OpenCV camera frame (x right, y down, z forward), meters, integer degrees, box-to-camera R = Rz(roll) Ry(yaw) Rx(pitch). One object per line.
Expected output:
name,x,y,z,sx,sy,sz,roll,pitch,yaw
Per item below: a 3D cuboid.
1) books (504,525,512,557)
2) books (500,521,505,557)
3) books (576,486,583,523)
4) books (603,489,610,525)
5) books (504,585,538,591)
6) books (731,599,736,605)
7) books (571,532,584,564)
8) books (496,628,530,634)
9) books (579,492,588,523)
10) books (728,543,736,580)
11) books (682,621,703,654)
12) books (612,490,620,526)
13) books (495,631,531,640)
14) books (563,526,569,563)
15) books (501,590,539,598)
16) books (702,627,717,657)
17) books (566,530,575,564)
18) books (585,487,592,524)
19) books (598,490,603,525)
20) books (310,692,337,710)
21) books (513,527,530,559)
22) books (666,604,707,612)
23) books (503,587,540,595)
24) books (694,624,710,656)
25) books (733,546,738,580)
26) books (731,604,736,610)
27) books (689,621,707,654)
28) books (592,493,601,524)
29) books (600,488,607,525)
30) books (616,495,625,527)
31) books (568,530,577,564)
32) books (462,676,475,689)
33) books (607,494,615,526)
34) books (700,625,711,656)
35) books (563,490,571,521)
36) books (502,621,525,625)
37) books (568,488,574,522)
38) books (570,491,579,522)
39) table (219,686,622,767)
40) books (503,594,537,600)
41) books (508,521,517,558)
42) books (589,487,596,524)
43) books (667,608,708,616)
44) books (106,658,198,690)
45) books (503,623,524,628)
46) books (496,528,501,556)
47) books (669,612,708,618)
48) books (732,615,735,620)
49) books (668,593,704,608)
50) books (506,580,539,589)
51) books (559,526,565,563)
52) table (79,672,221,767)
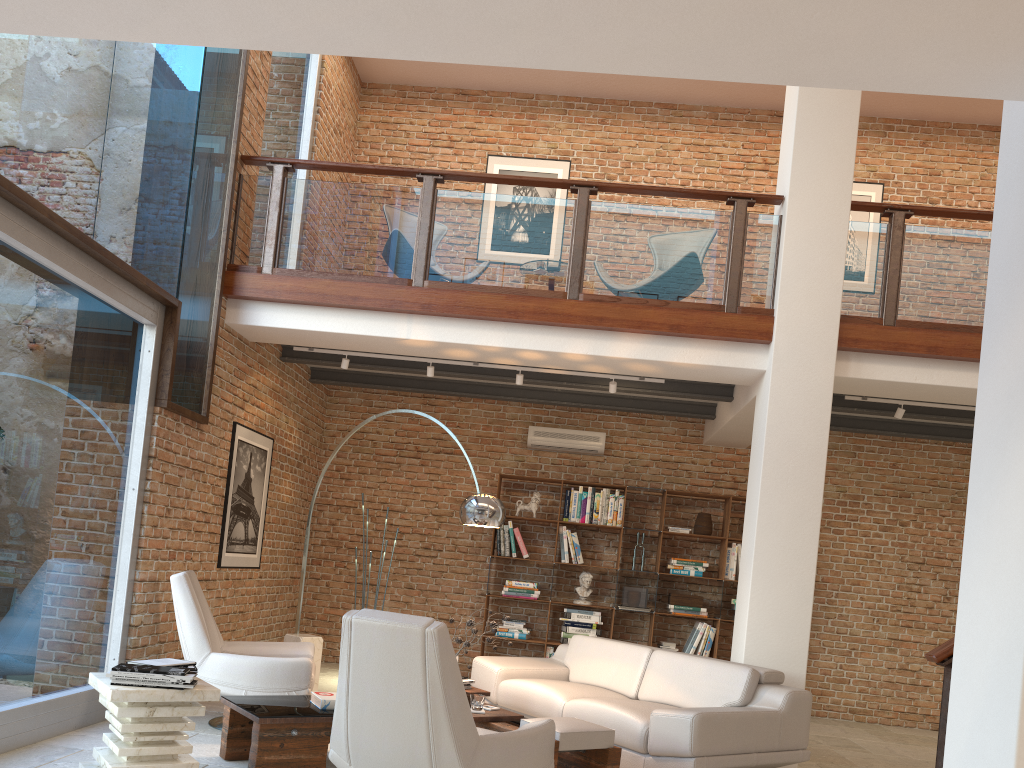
books,-0.046,1.654,9.165,0.102,0.328,0.259,6,-5,5
books,-0.096,1.620,9.150,0.091,0.378,0.248,6,-5,5
books,0.702,1.266,9.099,0.036,0.377,0.248,6,-5,5
books,0.983,1.292,9.085,0.036,0.377,0.248,6,-5,5
books,0.098,2.132,9.116,0.355,0.020,0.278,5,-12,2
books,2.426,2.255,8.977,0.325,0.054,0.261,3,-12,14
books,0.680,1.716,9.086,0.158,0.324,0.259,6,-5,4
books,-0.002,2.570,9.107,0.379,0.036,0.250,5,-12,4
books,0.747,1.300,9.110,0.055,0.324,0.259,6,-5,5
books,2.250,1.830,8.981,0.036,0.377,0.248,6,-5,5
books,1.857,2.631,9.005,0.163,0.366,0.248,6,-5,4
books,1.076,1.301,9.079,0.036,0.377,0.248,6,-5,5
books,0.014,2.615,9.096,0.325,0.054,0.261,3,-12,14
books,0.560,1.679,9.090,0.103,0.377,0.248,6,-5,5
books,0.082,2.193,9.102,0.380,0.036,0.249,6,-12,-1
books,2.013,2.659,8.975,0.116,0.328,0.259,6,-5,5
books,0.612,1.702,9.096,0.124,0.343,0.276,6,-5,5
books,0.795,1.273,9.087,0.036,0.377,0.248,6,-5,5
books,0.916,1.299,9.089,0.021,0.353,0.276,6,-5,5
books,-0.965,1.818,4.998,0.330,0.055,0.257,11,-13,-25
books,0.100,1.673,9.147,0.195,0.313,0.259,6,-6,4
books,1.793,2.309,8.986,0.379,0.036,0.249,5,-12,3
books,0.096,2.156,9.095,0.380,0.036,0.249,6,-12,-2
books,1.950,2.644,8.985,0.098,0.349,0.276,6,-5,5
books,2.278,1.847,8.989,0.021,0.353,0.276,6,-5,5
books,2.438,2.312,8.975,0.326,0.054,0.260,5,-11,4
books,1.898,2.629,8.978,0.161,0.367,0.248,6,-5,4
books,0.875,1.306,9.076,0.055,0.324,0.259,6,-5,5
books,0.947,1.292,9.101,0.036,0.377,0.248,6,-5,5
books,1.123,1.335,9.092,0.055,0.324,0.259,6,-5,5
books,0.634,1.706,9.103,0.124,0.343,0.276,6,-5,5
books,-0.469,1.994,5.835,0.250,0.073,0.410,-2,-14,35
books,1.025,1.322,9.076,0.055,0.324,0.259,6,-5,5
books,1.971,2.650,8.992,0.098,0.349,0.276,6,-5,5
books,0.577,1.285,9.121,0.055,0.324,0.259,6,-5,5
books,0.016,2.496,9.129,0.237,0.018,0.174,7,-12,-3
books,0.616,1.274,9.117,0.021,0.353,0.276,6,-5,5
books,0.652,1.288,9.097,0.055,0.324,0.259,6,-5,5
table,-0.686,2.058,5.251,2.002,0.421,2.217,14,-14,-34
books,0.088,2.223,9.107,0.355,0.020,0.278,5,-12,4
books,0.010,1.629,9.131,0.121,0.375,0.248,6,-5,5
books,0.832,1.279,9.095,0.036,0.377,0.248,6,-5,5
books,1.805,2.354,9.019,0.380,0.036,0.249,6,-12,-1
books,-1.747,1.430,4.335,0.391,0.078,0.578,8,-12,-11
books,0.019,2.521,9.121,0.205,0.033,0.135,5,-11,4
books,-0.133,1.616,9.144,0.091,0.378,0.248,6,-5,5
books,1.815,2.380,9.003,0.355,0.020,0.278,5,-12,2
books,2.445,2.421,8.961,0.326,0.054,0.261,5,-11,6
books,1.790,2.233,8.997,0.335,0.117,0.217,5,-9,4
books,0.110,2.095,9.114,0.326,0.054,0.261,5,-11,6
books,0.524,1.680,9.115,0.101,0.377,0.248,6,-5,5
table,-1.780,1.704,4.271,0.503,0.496,0.496,11,-8,-36
